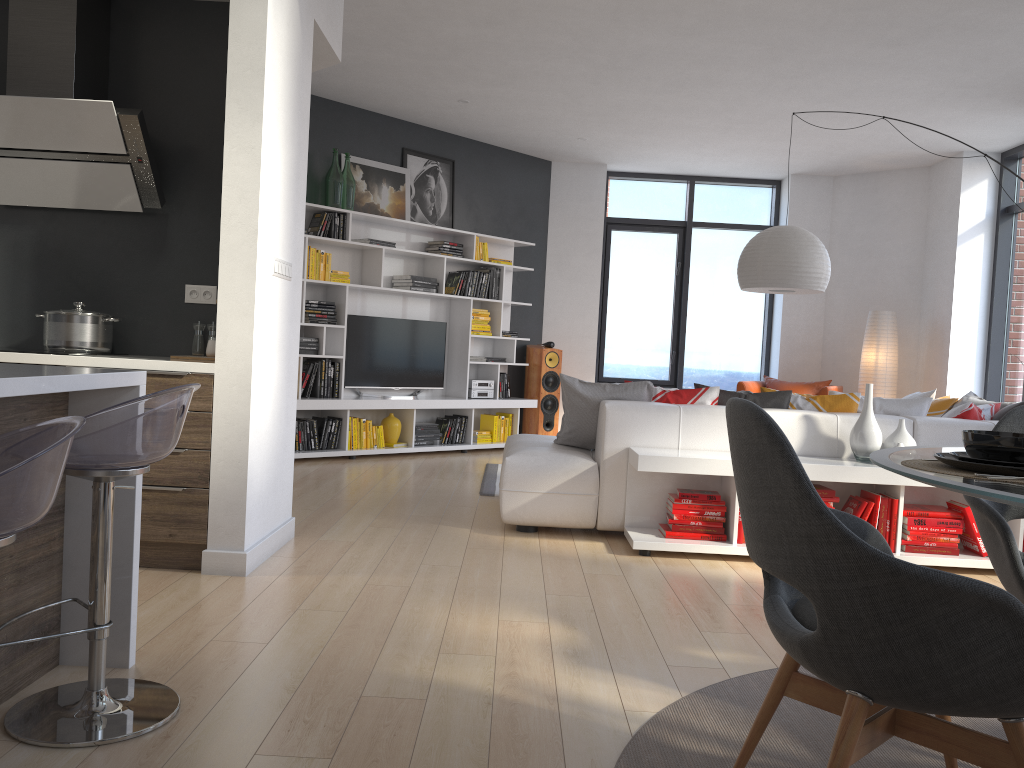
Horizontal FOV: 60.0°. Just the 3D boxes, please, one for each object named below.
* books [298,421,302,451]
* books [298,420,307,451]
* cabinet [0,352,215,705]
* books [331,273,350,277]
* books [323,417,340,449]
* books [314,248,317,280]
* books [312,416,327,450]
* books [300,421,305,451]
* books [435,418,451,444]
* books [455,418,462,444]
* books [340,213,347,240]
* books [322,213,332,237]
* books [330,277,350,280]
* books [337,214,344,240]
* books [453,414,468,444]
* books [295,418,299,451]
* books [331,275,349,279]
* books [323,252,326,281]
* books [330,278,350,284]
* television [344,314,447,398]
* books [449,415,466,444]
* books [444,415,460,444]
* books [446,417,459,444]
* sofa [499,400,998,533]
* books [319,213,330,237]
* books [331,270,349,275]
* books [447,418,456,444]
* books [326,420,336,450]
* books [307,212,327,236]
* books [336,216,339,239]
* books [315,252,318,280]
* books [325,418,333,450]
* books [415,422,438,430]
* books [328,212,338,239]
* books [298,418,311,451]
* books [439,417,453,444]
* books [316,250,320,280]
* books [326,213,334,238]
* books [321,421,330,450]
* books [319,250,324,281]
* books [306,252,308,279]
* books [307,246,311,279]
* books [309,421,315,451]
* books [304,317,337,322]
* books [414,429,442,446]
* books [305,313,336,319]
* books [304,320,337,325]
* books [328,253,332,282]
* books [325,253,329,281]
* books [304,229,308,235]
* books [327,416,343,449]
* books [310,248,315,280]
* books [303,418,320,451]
[{"bbox_3d":[-1.753,0.412,7.129,0.053,0.240,0.189,1,3,-44],"label":"books"},{"bbox_3d":[-1.710,0.411,7.151,0.169,0.242,0.050,5,3,45],"label":"books"},{"bbox_3d":[-2.226,-0.476,1.791,2.402,2.501,4.694,3,2,0],"label":"cabinet"},{"bbox_3d":[-1.470,-0.909,7.406,0.187,0.014,0.134,1,3,-45],"label":"books"},{"bbox_3d":[-1.523,0.409,7.368,0.084,0.249,0.191,1,3,-45],"label":"books"},{"bbox_3d":[-1.661,-0.974,7.236,0.015,0.263,0.199,1,3,-45],"label":"books"},{"bbox_3d":[-1.605,0.403,7.293,0.066,0.260,0.197,1,3,-45],"label":"books"},{"bbox_3d":[-1.731,0.414,7.141,0.049,0.236,0.170,1,3,-44],"label":"books"},{"bbox_3d":[-0.664,0.434,8.205,0.104,0.234,0.182,1,3,-45],"label":"books"},{"bbox_3d":[-0.556,0.433,8.309,0.179,0.243,0.068,5,3,44],"label":"books"},{"bbox_3d":[-1.440,-1.303,7.394,0.019,0.230,0.174,1,3,-45],"label":"books"},{"bbox_3d":[-1.554,-1.296,7.289,0.154,0.212,0.074,5,3,44],"label":"books"},{"bbox_3d":[-1.475,-0.880,7.410,0.196,0.011,0.148,1,3,-45],"label":"books"},{"bbox_3d":[-1.465,-1.297,7.380,0.038,0.218,0.169,1,3,-45],"label":"books"},{"bbox_3d":[-0.509,0.423,8.363,0.066,0.260,0.197,1,3,-45],"label":"books"},{"bbox_3d":[-1.778,0.396,7.109,0.202,0.268,0.053,5,3,45],"label":"books"},{"bbox_3d":[-1.465,-0.892,7.392,0.169,0.018,0.113,1,3,-43],"label":"books"},{"bbox_3d":[-1.591,-0.962,7.302,0.023,0.239,0.169,1,3,-45],"label":"books"},{"bbox_3d":[-1.474,-0.857,7.407,0.190,0.033,0.147,1,3,-45],"label":"books"},{"bbox_3d":[-1.034,-0.235,7.968,1.102,0.704,0.207,1,3,-45],"label":"television"},{"bbox_3d":[-0.533,0.428,8.339,0.084,0.249,0.191,1,3,-45],"label":"books"},{"bbox_3d":[-0.579,0.425,8.295,0.192,0.254,0.075,5,3,44],"label":"books"},{"bbox_3d":[-0.578,0.434,8.260,0.069,0.242,0.172,1,3,-44],"label":"books"},{"bbox_3d":[1.651,0.470,5.931,3.424,0.732,2.614,3,2,0],"label":"sofa"},{"bbox_3d":[-1.583,-1.297,7.278,0.087,0.214,0.171,1,3,-44],"label":"books"},{"bbox_3d":[-1.480,-0.930,7.412,0.186,0.026,0.138,1,3,-45],"label":"books"},{"bbox_3d":[-0.611,0.435,8.245,0.169,0.233,0.081,5,3,44],"label":"books"},{"bbox_3d":[-1.543,0.412,7.333,0.179,0.243,0.071,5,3,44],"label":"books"},{"bbox_3d":[-1.602,-1.298,7.251,0.166,0.213,0.096,5,3,43],"label":"books"},{"bbox_3d":[-1.486,-1.289,7.359,0.021,0.200,0.147,1,3,-45],"label":"books"},{"bbox_3d":[-1.634,-0.955,7.235,0.024,0.229,0.156,1,3,-45],"label":"books"},{"bbox_3d":[-1.570,0.406,7.324,0.192,0.254,0.075,5,3,44],"label":"books"},{"bbox_3d":[-0.864,0.382,8.076,0.250,0.047,0.310,5,3,41],"label":"books"},{"bbox_3d":[-1.506,-1.304,7.345,0.025,0.232,0.176,1,3,-45],"label":"books"},{"bbox_3d":[-1.697,0.405,7.179,0.193,0.255,0.066,5,3,45],"label":"books"},{"bbox_3d":[-0.643,0.435,8.233,0.096,0.234,0.187,1,3,-44],"label":"books"},{"bbox_3d":[-1.631,-0.969,7.262,0.019,0.251,0.180,1,3,-45],"label":"books"},{"bbox_3d":[-1.520,-1.298,7.324,0.021,0.221,0.156,1,3,-45],"label":"books"},{"bbox_3d":[-1.570,0.415,7.289,0.069,0.242,0.172,1,3,-44],"label":"books"},{"bbox_3d":[-1.610,-0.968,7.280,0.035,0.250,0.185,1,3,-45],"label":"books"},{"bbox_3d":[-1.715,-0.979,7.159,0.029,0.270,0.204,1,3,-45],"label":"books"},{"bbox_3d":[-1.702,-0.979,7.185,0.025,0.270,0.213,1,3,-45],"label":"books"},{"bbox_3d":[-1.671,0.412,7.195,0.066,0.242,0.177,1,3,-45],"label":"books"},{"bbox_3d":[-1.608,-0.531,7.300,0.189,0.025,0.270,5,3,44],"label":"books"},{"bbox_3d":[-0.849,0.476,8.068,0.277,0.137,0.343,5,3,40],"label":"books"},{"bbox_3d":[-1.624,-0.560,7.307,0.209,0.030,0.266,5,3,44],"label":"books"},{"bbox_3d":[-1.609,-0.506,7.299,0.189,0.026,0.263,5,3,44],"label":"books"},{"bbox_3d":[-1.556,-0.959,7.338,0.024,0.234,0.172,1,3,-45],"label":"books"},{"bbox_3d":[-1.572,-0.959,7.316,0.024,0.234,0.172,1,3,-45],"label":"books"},{"bbox_3d":[-1.795,-1.218,7.045,0.268,0.046,0.208,1,3,-41],"label":"books"},{"bbox_3d":[-1.500,0.405,7.392,0.066,0.260,0.197,1,3,-45],"label":"books"},{"bbox_3d":[-1.681,-0.972,7.213,0.044,0.255,0.198,1,3,-45],"label":"books"},{"bbox_3d":[-1.648,0.408,7.222,0.083,0.249,0.191,1,3,-45],"label":"books"}]
